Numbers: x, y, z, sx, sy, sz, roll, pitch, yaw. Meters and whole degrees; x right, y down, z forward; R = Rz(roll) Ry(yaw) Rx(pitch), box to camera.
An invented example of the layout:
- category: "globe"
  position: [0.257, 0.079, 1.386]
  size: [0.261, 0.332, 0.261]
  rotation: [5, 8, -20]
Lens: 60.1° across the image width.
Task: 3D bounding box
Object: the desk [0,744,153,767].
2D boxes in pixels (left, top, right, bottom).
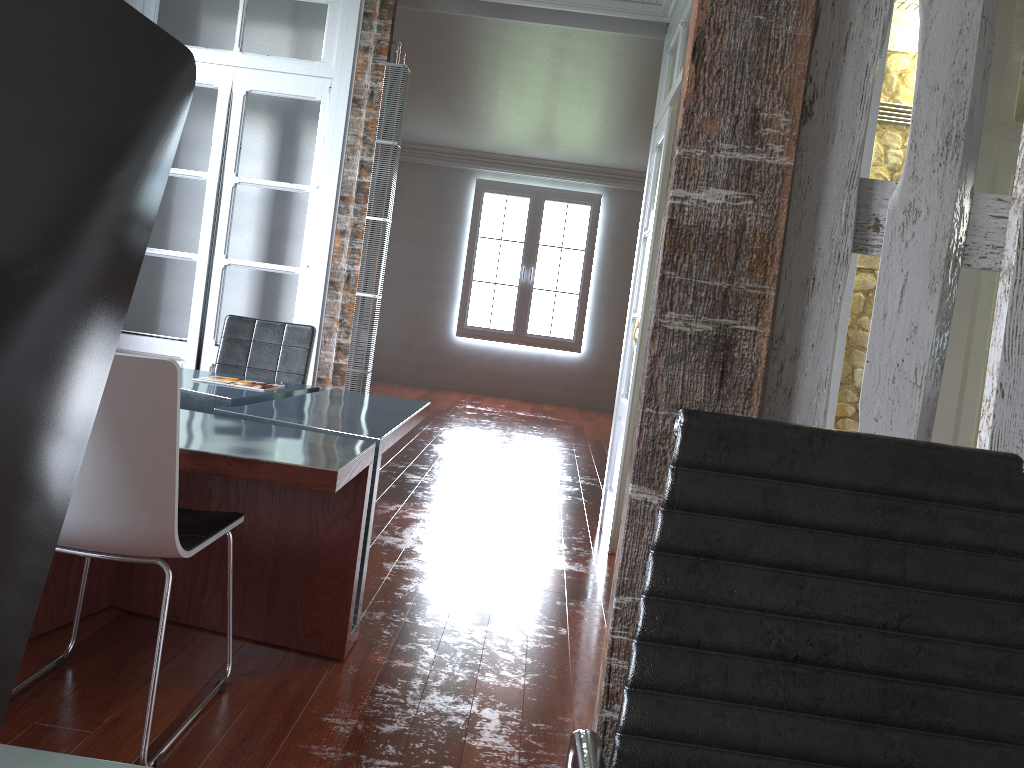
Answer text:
- category: "desk"
  position: [0.548, 0.827, 0.002]
  size: [2.507, 0.726, 1.304]
  rotation: [8, 4, 2]

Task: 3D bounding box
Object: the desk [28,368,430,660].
- category: "desk"
  position: [-1.157, 0.374, 3.108]
  size: [1.446, 0.653, 1.717]
  rotation: [8, 4, 2]

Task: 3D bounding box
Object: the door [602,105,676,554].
- category: "door"
  position: [0.664, -0.239, 4.153]
  size: [0.481, 2.178, 1.193]
  rotation: [7, 2, -24]

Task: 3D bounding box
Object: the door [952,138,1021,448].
- category: "door"
  position: [2.387, 0.078, 3.703]
  size: [1.077, 2.082, 0.041]
  rotation: [8, 2, 2]

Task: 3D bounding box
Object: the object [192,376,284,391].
- category: "object"
  position: [-1.132, -0.002, 3.673]
  size: [0.307, 0.012, 0.224]
  rotation: [8, 5, 7]

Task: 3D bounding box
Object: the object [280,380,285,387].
- category: "object"
  position: [-0.993, -0.002, 3.832]
  size: [0.011, 0.011, 0.150]
  rotation: [6, 5, -22]

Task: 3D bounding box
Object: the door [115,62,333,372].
- category: "door"
  position: [-1.591, -0.583, 4.673]
  size: [1.160, 2.178, 0.041]
  rotation: [8, 2, 2]

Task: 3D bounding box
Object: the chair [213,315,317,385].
- category: "chair"
  position: [-1.185, 0.180, 3.832]
  size: [0.475, 0.918, 0.603]
  rotation: [8, 3, 2]

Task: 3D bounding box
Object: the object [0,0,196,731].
- category: "object"
  position: [-0.207, 0.100, 0.182]
  size: [0.189, 0.484, 0.485]
  rotation: [8, 3, 2]

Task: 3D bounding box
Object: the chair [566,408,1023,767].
- category: "chair"
  position: [0.313, 0.582, 0.818]
  size: [0.665, 1.021, 0.701]
  rotation: [7, 3, -4]

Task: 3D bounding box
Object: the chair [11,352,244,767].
- category: "chair"
  position: [-0.956, 0.353, 2.150]
  size: [0.475, 0.918, 0.603]
  rotation: [8, 3, 2]

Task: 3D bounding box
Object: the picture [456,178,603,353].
- category: "picture"
  position: [0.207, -1.471, 11.011]
  size: [1.580, 1.985, 0.127]
  rotation: [8, 2, 2]
